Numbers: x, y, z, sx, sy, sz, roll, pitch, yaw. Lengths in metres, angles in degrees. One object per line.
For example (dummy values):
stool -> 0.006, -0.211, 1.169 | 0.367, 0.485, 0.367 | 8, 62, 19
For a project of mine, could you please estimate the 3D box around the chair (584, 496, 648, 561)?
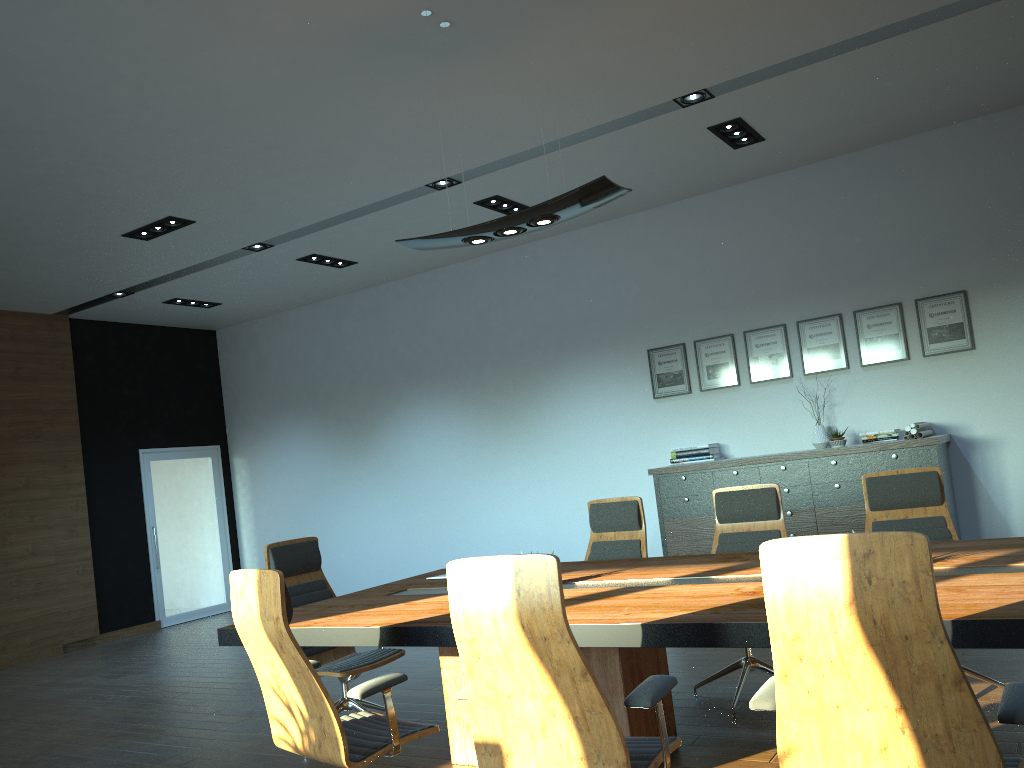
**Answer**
chair -> 0.506, 1.268, 5.252 | 0.709, 1.125, 0.695 | -10, -5, 39

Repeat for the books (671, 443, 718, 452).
books -> 1.690, 0.589, 8.201 | 0.363, 0.032, 0.292 | -10, -6, 30

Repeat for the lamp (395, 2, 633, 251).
lamp -> -0.079, -1.331, 4.355 | 1.201, 1.196, 0.340 | -10, -4, 32

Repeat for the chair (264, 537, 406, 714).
chair -> -0.975, 1.424, 5.008 | 0.698, 1.125, 0.706 | -9, -4, 34

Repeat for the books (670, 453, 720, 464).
books -> 1.692, 0.685, 8.165 | 0.404, 0.041, 0.273 | -10, -6, 27

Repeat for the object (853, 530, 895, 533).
object -> 1.407, 0.654, 3.474 | 0.153, 0.187, 0.178 | -6, -4, -18

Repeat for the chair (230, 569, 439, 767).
chair -> -0.653, 1.233, 3.450 | 0.695, 1.125, 0.709 | -4, -5, -43

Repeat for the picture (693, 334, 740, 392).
picture -> 1.900, -0.194, 8.230 | 0.381, 0.482, 0.028 | -9, -4, 32

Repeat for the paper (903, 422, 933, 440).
paper -> 3.221, 0.368, 7.037 | 0.145, 0.124, 0.645 | -10, -6, 31

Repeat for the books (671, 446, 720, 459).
books -> 1.696, 0.635, 8.198 | 0.370, 0.062, 0.288 | -10, -6, 32

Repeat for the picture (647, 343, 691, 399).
picture -> 1.503, -0.121, 8.480 | 0.381, 0.482, 0.028 | -9, -4, 32

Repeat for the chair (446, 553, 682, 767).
chair -> 0.198, 1.073, 2.871 | 0.708, 1.125, 0.695 | -9, -4, 32

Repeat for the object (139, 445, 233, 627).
object -> -4.112, 1.879, 11.170 | 0.201, 2.154, 1.197 | -9, -4, 32

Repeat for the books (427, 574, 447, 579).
books -> -0.175, 1.077, 5.119 | 0.547, 0.033, 0.389 | -12, -8, 43

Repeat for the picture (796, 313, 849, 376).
picture -> 2.704, -0.341, 7.725 | 0.381, 0.482, 0.028 | -9, -4, 32

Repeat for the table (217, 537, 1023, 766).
table -> 1.456, 1.138, 3.451 | 5.560, 0.795, 1.784 | -10, -6, 32

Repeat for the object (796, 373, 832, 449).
object -> 2.628, 0.222, 7.579 | 0.212, 0.661, 0.446 | -4, -5, -43

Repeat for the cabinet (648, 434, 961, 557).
cabinet -> 2.459, 1.189, 7.488 | 2.355, 1.230, 0.767 | -10, -5, 32

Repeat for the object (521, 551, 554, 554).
object -> 0.130, 0.887, 4.273 | 0.153, 0.187, 0.178 | -7, -4, 7

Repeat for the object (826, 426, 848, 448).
object -> 2.710, 0.432, 7.374 | 0.153, 0.187, 0.178 | -6, -4, -18

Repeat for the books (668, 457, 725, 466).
books -> 1.709, 0.715, 8.178 | 0.444, 0.021, 0.323 | -10, -6, 32

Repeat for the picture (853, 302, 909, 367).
picture -> 3.109, -0.412, 7.471 | 0.381, 0.482, 0.028 | -9, -4, 32

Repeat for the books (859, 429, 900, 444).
books -> 3.036, 0.432, 7.295 | 0.308, 0.089, 0.227 | -10, -6, 29

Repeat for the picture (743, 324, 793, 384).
picture -> 2.302, -0.268, 7.978 | 0.381, 0.482, 0.028 | -9, -4, 32

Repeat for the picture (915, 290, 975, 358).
picture -> 3.519, -0.487, 7.214 | 0.381, 0.482, 0.028 | -9, -4, 32

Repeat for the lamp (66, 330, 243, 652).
lamp -> -4.114, 0.636, 6.490 | 16.738, 3.699, 9.390 | -10, -6, 32

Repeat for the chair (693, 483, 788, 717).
chair -> 1.238, 1.134, 4.798 | 0.708, 1.125, 0.695 | -9, -4, 32

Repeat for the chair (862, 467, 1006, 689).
chair -> 2.023, 1.003, 4.437 | 0.708, 1.125, 0.696 | -9, -4, 24

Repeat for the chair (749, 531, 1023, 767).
chair -> 1.030, 0.922, 2.359 | 0.709, 1.125, 0.695 | -9, -4, 34
